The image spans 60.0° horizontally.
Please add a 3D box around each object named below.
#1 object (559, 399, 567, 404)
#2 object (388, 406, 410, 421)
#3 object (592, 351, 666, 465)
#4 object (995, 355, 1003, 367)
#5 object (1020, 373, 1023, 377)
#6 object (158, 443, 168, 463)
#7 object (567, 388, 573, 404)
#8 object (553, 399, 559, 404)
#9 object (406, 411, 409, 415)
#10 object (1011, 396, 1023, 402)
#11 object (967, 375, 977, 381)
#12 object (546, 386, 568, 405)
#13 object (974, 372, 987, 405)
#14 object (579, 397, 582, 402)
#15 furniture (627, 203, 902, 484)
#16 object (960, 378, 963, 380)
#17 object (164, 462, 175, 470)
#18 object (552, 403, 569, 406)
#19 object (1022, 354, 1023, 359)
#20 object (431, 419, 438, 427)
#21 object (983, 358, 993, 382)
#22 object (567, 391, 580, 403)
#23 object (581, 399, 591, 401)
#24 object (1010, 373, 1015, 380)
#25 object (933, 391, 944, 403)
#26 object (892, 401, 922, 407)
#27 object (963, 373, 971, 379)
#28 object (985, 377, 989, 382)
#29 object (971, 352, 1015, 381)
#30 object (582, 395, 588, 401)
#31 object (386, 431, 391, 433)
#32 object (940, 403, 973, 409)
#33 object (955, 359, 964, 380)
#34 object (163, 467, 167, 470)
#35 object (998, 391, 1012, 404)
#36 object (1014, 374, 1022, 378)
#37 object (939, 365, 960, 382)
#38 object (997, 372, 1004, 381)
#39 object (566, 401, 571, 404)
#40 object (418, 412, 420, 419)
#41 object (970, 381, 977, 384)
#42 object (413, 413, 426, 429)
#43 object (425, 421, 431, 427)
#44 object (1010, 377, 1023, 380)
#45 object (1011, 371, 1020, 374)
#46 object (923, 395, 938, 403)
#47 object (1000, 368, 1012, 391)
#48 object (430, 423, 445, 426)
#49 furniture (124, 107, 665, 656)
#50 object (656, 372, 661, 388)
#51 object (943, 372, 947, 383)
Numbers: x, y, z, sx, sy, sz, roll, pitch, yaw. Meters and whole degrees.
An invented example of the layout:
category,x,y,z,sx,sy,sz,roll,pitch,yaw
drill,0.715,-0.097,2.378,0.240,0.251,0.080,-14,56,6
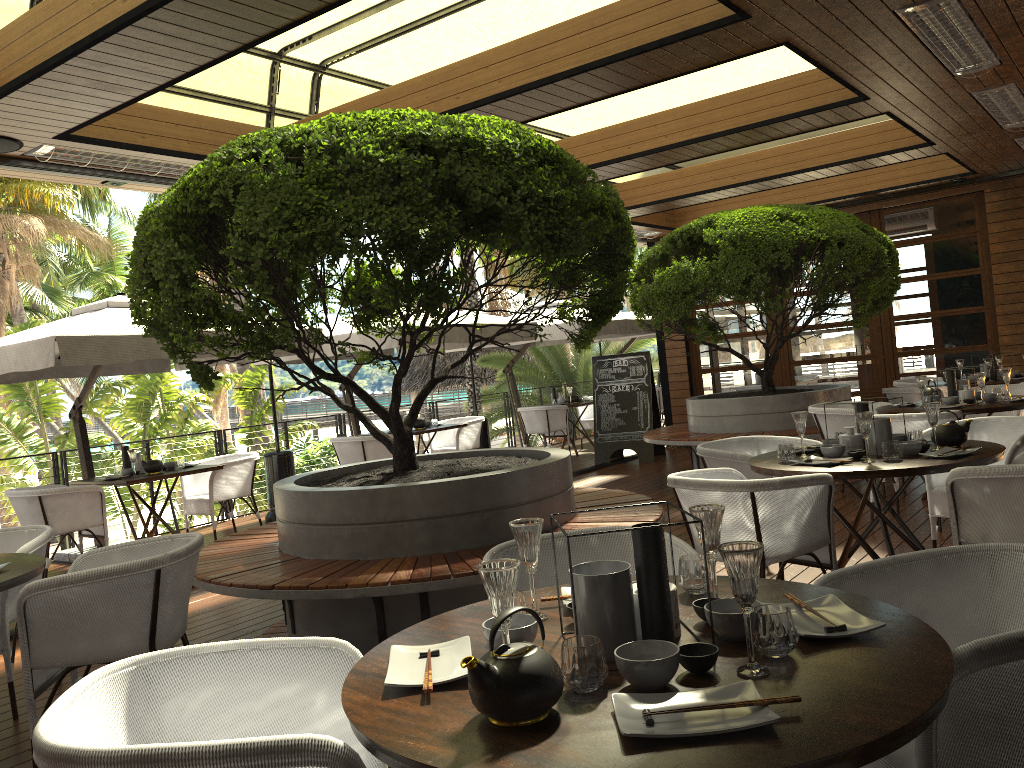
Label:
category,x,y,z,sx,sy,sz,roll,pitch,yaw
object,0.746,0.265,12.954,0.116,0.065,0.116,-5,1,41
object,-1.329,0.412,10.506,0.263,0.264,0.263,-6,0,-8
object,1.481,0.301,11.530,0.768,1.397,0.772,-6,0,21
object,5.029,-0.182,9.143,0.082,0.227,0.082,-6,0,-12
object,5.170,-0.089,9.007,0.170,0.025,0.294,-6,1,-13
object,-3.123,0.648,7.956,0.082,0.227,0.082,-6,0,38
object,0.844,0.173,12.820,0.082,0.227,0.082,-6,0,38
object,0.645,0.263,13.003,0.086,0.086,0.086,-5,1,41
object,-1.160,0.417,10.106,0.082,0.227,0.082,-6,0,26
object,3.632,0.108,6.385,0.295,0.025,0.170,-7,1,-45
object,4.609,-0.051,8.841,0.116,0.065,0.116,-6,1,8
object,0.675,0.168,13.221,0.263,0.264,0.263,-6,0,-8
object,3.345,0.033,6.313,0.082,0.227,0.082,-6,0,41
object,0.993,0.235,13.243,0.116,0.065,0.116,-5,1,41
furniture,2.543,-0.407,8.949,2.569,2.722,2.719,-6,0,2
object,4.687,-0.046,9.280,0.295,0.025,0.170,-6,1,-18
object,-3.009,0.723,7.822,0.116,0.065,0.116,-5,1,35
object,0.693,0.293,12.800,0.294,0.025,0.170,-5,1,37
object,5.078,-0.180,8.732,0.082,0.227,0.082,-6,0,-29
object,-0.914,0.460,10.476,0.086,0.086,0.086,-5,1,41
object,4.660,-0.137,8.662,0.082,0.227,0.082,-6,0,-12
object,0.918,0.188,13.043,0.168,0.179,0.163,-5,0,35
object,1.050,0.247,13.398,0.294,0.025,0.170,-5,1,37
object,4.870,-0.074,8.690,0.116,0.065,0.116,-6,1,-42
object,3.291,0.103,6.847,0.086,0.086,0.086,-6,0,5
object,3.039,0.159,6.846,0.295,0.025,0.170,-7,1,-45
object,4.599,-0.063,8.955,0.086,0.086,0.086,-5,1,36
object,4.677,-0.045,8.758,0.080,0.042,0.080,-5,1,15
object,4.825,-0.172,8.894,0.263,0.264,0.263,-6,0,-18
object,1.090,0.215,13.191,0.086,0.086,0.086,-5,1,41
object,-1.311,0.537,10.085,0.294,0.025,0.170,-5,1,37
object,3.121,0.160,6.314,0.294,0.025,0.170,-5,1,40
object,4.606,-0.139,9.099,0.082,0.227,0.082,-6,0,-29
object,-3.088,0.742,7.881,0.080,0.042,0.080,-6,1,-2
object,3.460,0.096,6.225,0.086,0.086,0.086,-6,0,5
object,4.981,-0.074,8.738,0.080,0.042,0.080,-6,1,-20
object,4.481,-0.099,9.055,0.163,0.179,0.168,-6,0,-15
object,4.763,-0.073,8.618,0.086,0.086,0.086,-5,0,31
object,0.826,0.269,12.896,0.080,0.042,0.080,-5,1,28
object,-1.125,0.404,10.662,0.082,0.227,0.082,-6,0,38
object,4.471,-0.015,8.735,0.170,0.025,0.294,-6,1,-13
object,-1.086,0.433,10.325,0.163,0.179,0.168,-5,0,39
object,-1.011,0.480,10.529,0.116,0.065,0.116,-5,1,35
object,4.966,-0.061,8.530,0.295,0.025,0.170,-6,1,-18
object,5.037,-0.094,8.899,0.116,0.065,0.116,-6,1,8
object,3.199,0.124,6.780,0.116,0.065,0.116,-6,1,-41
object,3.669,-0.004,6.568,0.082,0.227,0.082,-6,0,-44
object,-0.954,0.492,10.683,0.294,0.025,0.170,-5,1,37
furniture,-0.586,-0.027,4.828,2.614,2.722,2.697,-5,0,27
object,2.698,-0.079,15.960,0.263,0.264,0.263,-6,0,-8
object,3.413,0.016,6.909,0.082,0.227,0.082,-6,0,30
